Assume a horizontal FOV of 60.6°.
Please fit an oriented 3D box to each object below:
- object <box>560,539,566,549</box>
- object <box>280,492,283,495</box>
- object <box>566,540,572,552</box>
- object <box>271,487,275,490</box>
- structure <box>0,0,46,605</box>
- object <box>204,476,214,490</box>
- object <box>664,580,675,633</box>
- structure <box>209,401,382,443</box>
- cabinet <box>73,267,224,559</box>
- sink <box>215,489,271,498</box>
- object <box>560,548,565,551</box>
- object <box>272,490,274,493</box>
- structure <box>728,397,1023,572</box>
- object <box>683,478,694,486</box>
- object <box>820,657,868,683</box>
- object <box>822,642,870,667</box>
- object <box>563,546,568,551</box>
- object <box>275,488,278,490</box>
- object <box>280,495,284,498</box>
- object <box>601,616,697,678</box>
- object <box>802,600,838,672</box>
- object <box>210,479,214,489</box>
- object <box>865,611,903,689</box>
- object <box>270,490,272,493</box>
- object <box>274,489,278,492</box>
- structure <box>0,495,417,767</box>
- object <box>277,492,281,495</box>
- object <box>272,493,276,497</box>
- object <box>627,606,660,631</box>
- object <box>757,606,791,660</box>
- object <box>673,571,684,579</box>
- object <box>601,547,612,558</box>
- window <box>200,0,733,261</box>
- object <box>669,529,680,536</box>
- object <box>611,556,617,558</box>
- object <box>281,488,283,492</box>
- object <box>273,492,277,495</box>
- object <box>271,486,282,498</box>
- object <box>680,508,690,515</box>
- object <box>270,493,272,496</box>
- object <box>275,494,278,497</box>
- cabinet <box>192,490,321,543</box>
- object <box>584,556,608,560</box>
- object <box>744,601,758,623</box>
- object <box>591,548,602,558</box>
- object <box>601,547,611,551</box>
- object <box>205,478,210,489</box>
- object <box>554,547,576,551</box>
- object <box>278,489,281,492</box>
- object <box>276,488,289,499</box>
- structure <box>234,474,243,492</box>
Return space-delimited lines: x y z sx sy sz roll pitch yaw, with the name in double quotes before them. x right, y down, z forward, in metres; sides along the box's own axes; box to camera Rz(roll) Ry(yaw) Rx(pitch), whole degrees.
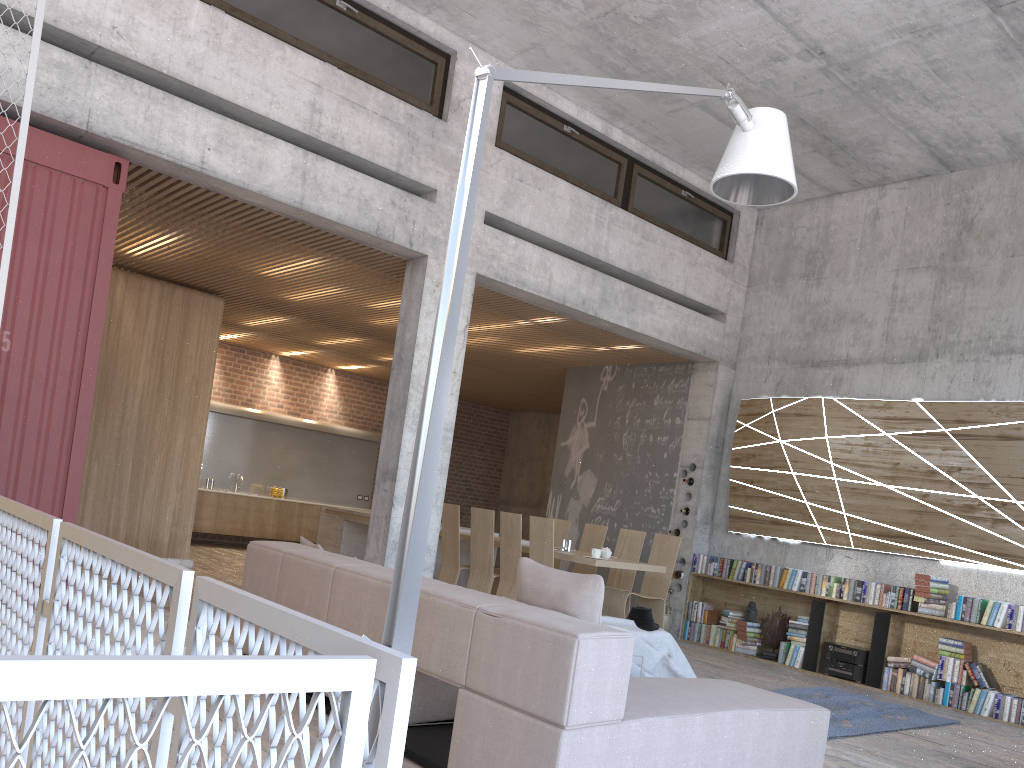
"object" 0.514 1.615 8.799 0.052 0.109 0.053 8 -1 5
"object" -3.772 1.786 14.356 0.053 0.053 0.062 5 -6 41
"object" 0.570 1.620 8.785 0.052 0.111 0.053 8 -1 5
"object" -3.901 1.715 14.322 0.062 0.051 0.054 4 -6 42
"structure" -2.958 -0.851 3.258 3.076 4.296 3.659 10 -4 -40
"object" -4.735 1.547 13.745 0.146 0.210 0.052 10 -1 -40
"object" 1.755 2.599 10.160 0.248 0.680 0.273 8 -1 12
"structure" -3.873 0.581 14.543 4.137 0.156 0.207 15 -8 -40
"cabinet" -5.340 0.401 11.264 1.536 3.113 3.734 9 -4 -40
"sink" -4.308 1.839 14.008 0.740 0.190 0.520 15 -10 -40
"object" 0.503 1.650 8.734 0.050 0.019 0.051 4 -8 32
"object" -3.889 1.760 14.312 0.063 0.053 0.051 11 -5 -33
"structure" 3.614 0.900 8.730 0.363 1.525 3.395 8 -5 -40
"object" 2.119 1.150 10.280 0.340 0.090 0.090 15 -7 -40
"object" 3.349 2.852 8.746 0.297 0.163 0.438 13 -9 -40
"object" 3.367 2.692 8.741 0.308 0.160 0.438 13 -9 -40
"object" 0.529 1.641 8.739 0.051 0.045 0.051 10 -5 -22
"object" -3.847 1.723 14.347 0.051 0.053 0.063 8 -5 -3
"object" -3.760 1.836 14.340 0.053 0.051 0.063 5 -5 34
"object" 0.818 2.021 6.638 1.610 0.500 1.045 11 -7 -22
"object" 3.168 2.610 9.025 0.276 0.757 0.151 9 0 -40
"object" -4.711 1.573 13.768 0.060 0.159 0.059 9 -1 -25
"object" 3.607 2.599 8.510 0.276 0.757 0.151 9 0 -40
"object" -3.935 1.758 14.354 0.054 0.051 0.062 11 -6 -36
"object" -3.844 1.740 14.280 0.061 0.052 0.054 8 -4 8
"structure" -2.332 0.649 2.144 1.954 0.928 4.406 14 -9 -39
"object" -3.798 1.789 14.302 0.061 0.054 0.051 10 -4 -26
"object" -3.882 1.812 14.301 0.063 0.063 0.074 7 -5 15
"object" 0.993 1.792 6.736 0.300 0.168 0.303 4 -8 37
"object" 2.837 2.665 9.412 0.343 0.567 0.197 8 -1 10
"object" 2.022 2.242 10.274 0.343 0.095 0.094 15 -7 -40
"object" 0.937 1.675 8.706 0.088 0.111 0.124 6 -5 41
"window" -0.638 -2.530 7.447 8.558 0.606 0.112 15 -4 -40
"object" 1.972 1.759 10.354 0.343 0.095 0.094 15 -7 -40
"object" 0.952 1.763 8.977 0.188 0.014 0.184 14 -10 -36
"object" -3.776 1.738 14.373 0.050 0.059 0.059 8 -4 -5
"object" -3.849 1.783 14.253 0.061 0.053 0.052 11 -4 -28
"object" -3.843 1.767 14.348 0.192 0.174 0.206 12 -6 -40
"object" 2.098 1.507 10.307 0.352 0.093 0.093 15 -7 -40
"object" -3.928 1.805 14.339 0.060 0.057 0.052 8 -4 -3
"object" -3.827 1.819 14.285 0.051 0.053 0.064 8 -5 3
"cabinet" -4.000 1.509 14.541 4.174 2.063 1.067 14 -5 -40
"object" 0.774 1.615 8.130 0.184 0.014 0.188 2 -10 36
"object" 2.600 2.475 9.540 0.137 0.228 0.144 10 -3 -43
"object" 0.779 1.571 8.116 0.093 0.088 0.118 8 -5 4
"object" 0.956 1.725 8.985 0.093 0.088 0.118 7 -5 14
"object" -4.765 1.558 13.722 0.060 0.159 0.059 9 -1 -25
"object" 0.556 1.746 9.255 0.187 0.014 0.185 12 -9 -27
"object" -3.792 1.740 14.307 0.051 0.053 0.064 8 -5 8
"object" -3.832 1.825 14.631 0.192 0.169 0.190 11 -5 -29
"structure" -4.399 1.690 14.187 0.116 0.474 0.246 8 -1 -40
